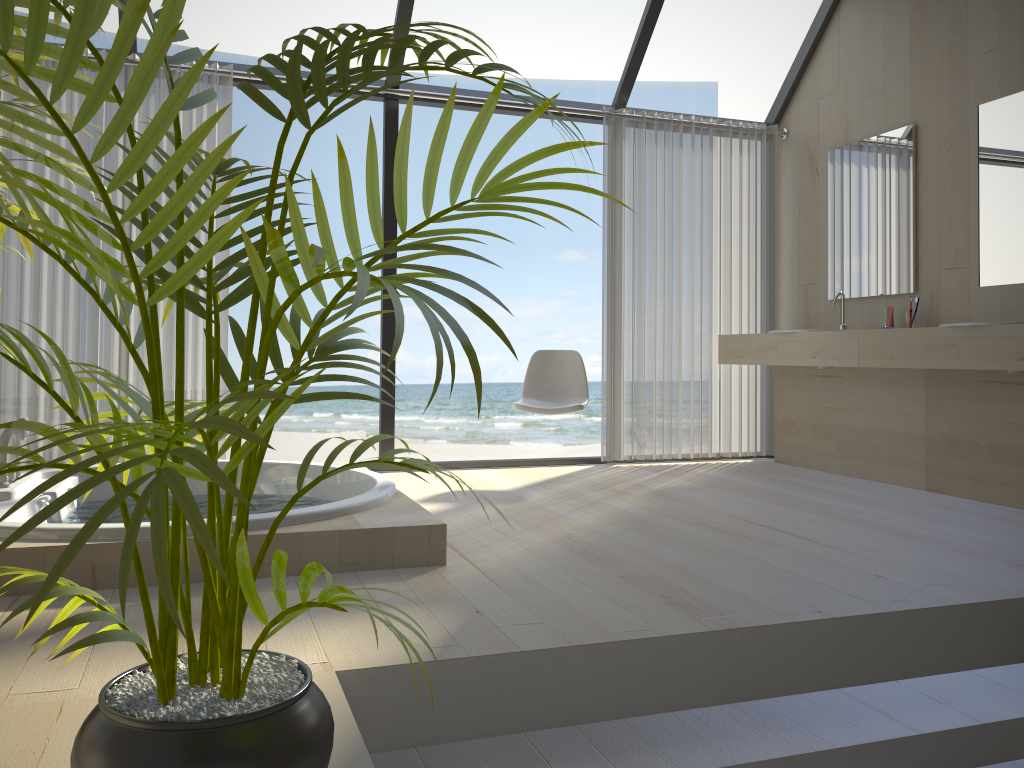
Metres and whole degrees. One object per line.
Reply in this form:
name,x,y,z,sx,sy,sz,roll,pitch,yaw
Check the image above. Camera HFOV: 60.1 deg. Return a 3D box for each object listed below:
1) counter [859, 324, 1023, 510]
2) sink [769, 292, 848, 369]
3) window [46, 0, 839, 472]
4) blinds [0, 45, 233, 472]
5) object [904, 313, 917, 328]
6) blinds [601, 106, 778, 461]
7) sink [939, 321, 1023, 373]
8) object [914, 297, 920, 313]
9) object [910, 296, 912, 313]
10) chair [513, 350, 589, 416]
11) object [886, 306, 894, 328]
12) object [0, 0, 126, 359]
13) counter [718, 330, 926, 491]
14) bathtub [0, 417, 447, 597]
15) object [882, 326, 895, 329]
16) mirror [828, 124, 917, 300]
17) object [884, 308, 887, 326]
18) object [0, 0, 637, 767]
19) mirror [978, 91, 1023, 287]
counter,2.089,0.160,3.685,0.550,0.791,1.205,1,1,-19
sink,1.663,-0.294,4.788,0.504,0.420,0.573,0,1,-16
window,-0.379,-0.924,4.655,4.559,2.818,0.744,0,-1,-19
blinds,-1.991,-0.585,4.290,1.182,2.074,0.084,1,-2,-19
object,2.005,-0.308,4.452,0.058,0.100,0.058,1,-1,-12
blinds,1.083,-0.590,5.359,1.182,2.074,0.084,1,-2,-19
sink,2.059,-0.254,3.649,0.504,0.420,0.573,0,1,-16
object,2.021,-0.349,4.451,0.054,0.175,0.012,0,-2,6
object,1.995,-0.350,4.426,0.012,0.178,0.050,0,-1,20
chair,0.214,-0.010,4.672,0.369,0.348,0.454,1,1,9
object,1.931,-0.328,4.521,0.039,0.135,0.039,0,-2,29
object,-1.391,-0.308,1.910,0.787,1.759,0.934,0,-1,6
counter,1.693,0.120,4.824,0.550,0.791,1.205,1,1,-19
bathtub,-1.329,0.470,3.162,1.820,0.699,1.647,0,1,-19
object,1.911,-0.277,4.442,0.104,0.029,0.032,1,0,21
mirror,1.961,-0.913,4.854,0.023,0.869,0.653,1,-1,-19
object,1.963,-0.331,4.630,0.039,0.135,0.039,0,-2,29
object,-0.326,-0.075,1.131,1.064,1.347,0.873,1,-1,-31
mirror,2.327,-0.879,3.885,0.023,0.869,0.653,1,-1,-19
